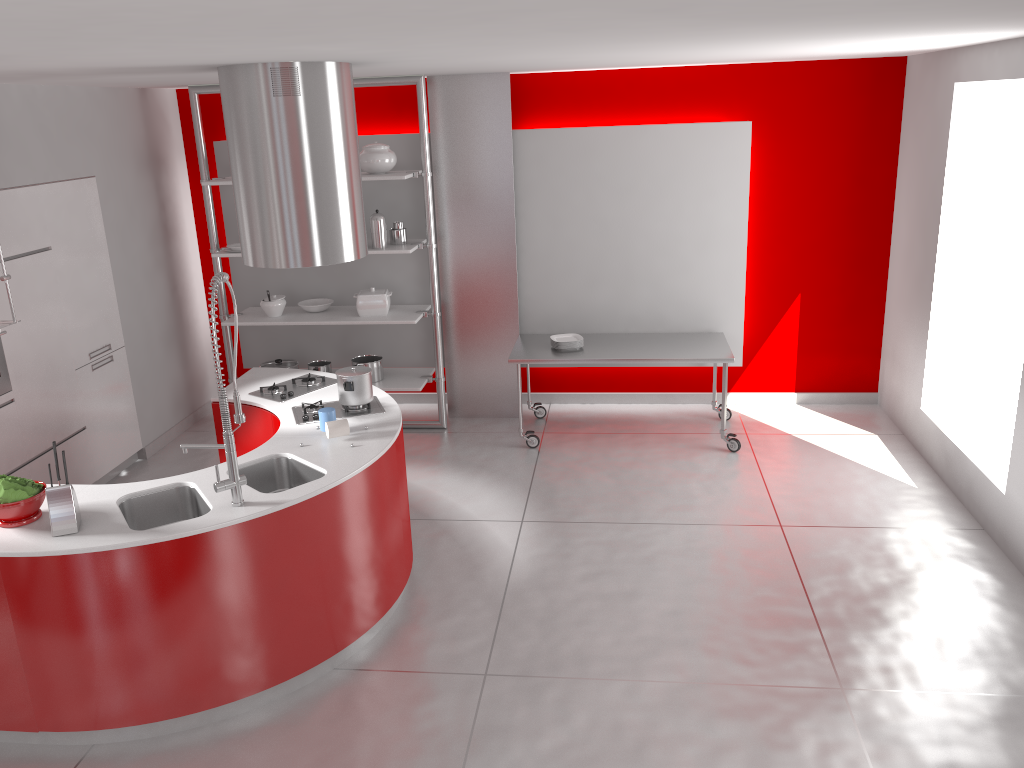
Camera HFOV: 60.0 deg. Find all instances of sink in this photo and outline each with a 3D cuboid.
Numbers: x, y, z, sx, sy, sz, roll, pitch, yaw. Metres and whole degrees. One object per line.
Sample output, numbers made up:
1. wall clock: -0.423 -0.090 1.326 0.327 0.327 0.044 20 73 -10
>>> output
1. sink: -1.407 0.590 3.626 0.326 0.172 0.428 -13 20 -30
2. sink: -1.025 0.486 3.910 0.326 0.172 0.428 -18 23 -41

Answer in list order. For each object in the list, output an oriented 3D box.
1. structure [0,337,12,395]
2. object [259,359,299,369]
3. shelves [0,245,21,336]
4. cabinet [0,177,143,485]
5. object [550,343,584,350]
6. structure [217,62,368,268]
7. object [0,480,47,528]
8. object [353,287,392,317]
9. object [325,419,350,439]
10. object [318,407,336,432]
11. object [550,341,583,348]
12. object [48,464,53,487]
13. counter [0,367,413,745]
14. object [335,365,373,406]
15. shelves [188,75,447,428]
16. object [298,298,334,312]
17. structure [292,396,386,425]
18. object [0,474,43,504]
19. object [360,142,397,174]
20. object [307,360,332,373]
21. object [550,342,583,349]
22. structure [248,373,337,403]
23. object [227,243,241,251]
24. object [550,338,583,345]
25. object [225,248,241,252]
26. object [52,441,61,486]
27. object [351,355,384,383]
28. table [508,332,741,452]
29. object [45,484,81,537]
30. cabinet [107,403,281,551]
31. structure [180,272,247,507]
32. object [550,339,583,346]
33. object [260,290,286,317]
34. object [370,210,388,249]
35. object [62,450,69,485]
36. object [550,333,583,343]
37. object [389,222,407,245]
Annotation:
1. structure: -2.906 -0.157 4.725 0.050 0.589 0.599 0 17 7
2. object: -1.842 -0.113 6.927 0.308 0.130 0.407 2 18 14
3. shelves: -2.462 -0.625 3.236 0.934 1.023 0.462 0 17 7
4. cabinet: -3.176 -0.052 5.109 0.614 2.026 2.398 0 17 7
5. object: 0.398 -0.277 6.444 0.228 0.020 0.228 -6 18 -10
6. structure: -1.098 -1.115 4.514 0.644 0.958 0.644 -11 19 -25
7. object: -1.951 0.480 3.496 0.229 0.118 0.228 -9 19 -20
8. object: -1.038 -0.626 6.648 0.282 0.197 0.235 -3 17 -2
9. object: -0.833 0.208 4.215 0.100 0.080 0.109 -9 19 -22
10. object: -0.900 0.169 4.320 0.080 0.100 0.109 -8 18 -19
11. object: 0.398 -0.297 6.438 0.228 0.020 0.228 -6 18 -10
12. object: -1.753 0.407 3.385 0.009 0.197 0.091 -9 19 -20
13. counter: -1.683 0.778 4.182 1.868 0.880 2.865 12 23 39
14. object: -0.822 0.003 4.642 0.189 0.185 0.218 -12 20 -29
15. shelves: -1.408 -0.895 6.617 1.735 2.599 0.535 0 17 7
16. object: -1.504 -0.594 6.812 0.272 0.072 0.272 -12 20 -27
17. structure: -0.913 0.120 4.649 0.457 0.037 0.303 -8 18 -17
18. object: -1.943 0.429 3.480 0.198 0.182 0.193 2 18 12
19. object: -0.970 -1.621 6.357 0.287 0.222 0.287 -16 22 -36
20. object: -1.482 -0.100 6.854 0.182 0.122 0.196 -14 21 -33
21. object: 0.398 -0.287 6.441 0.228 0.020 0.228 -6 18 -10
22. structure: -1.233 0.004 5.061 0.303 0.037 0.457 11 21 35
23. object: -1.975 -1.006 6.536 0.244 0.042 0.244 -5 17 -8
24. object: 0.397 -0.316 6.432 0.228 0.020 0.228 -6 18 -10
25. object: -1.974 -0.993 6.540 0.280 0.015 0.280 14 24 42
26. object: -1.731 0.388 3.397 0.014 0.322 0.150 -9 19 -20
27. object: -1.104 -0.115 6.788 0.240 0.161 0.259 -5 18 -9
28. table: 0.827 0.044 6.537 1.627 0.682 0.749 0 18 8
29. object: -1.720 0.468 3.395 0.091 0.178 0.137 -8 18 -19
30. cabinet: -1.947 0.735 4.246 1.875 0.761 1.025 -15 21 -35
31. structure: -1.155 0.030 3.485 0.308 0.920 0.178 -16 22 -37
32. object: 0.397 -0.306 6.435 0.228 0.020 0.228 -6 18 -10
33. object: -1.802 -0.617 6.686 0.192 0.214 0.192 -4 17 -6
34. object: -0.954 -1.108 6.337 0.115 0.274 0.115 -2 17 0
35. object: -1.702 0.401 3.403 0.012 0.279 0.130 -9 19 -20
36. object: 0.397 -0.326 6.429 0.228 0.020 0.228 -6 18 -10
37. object: -0.838 -1.109 6.520 0.127 0.157 0.127 3 18 17
